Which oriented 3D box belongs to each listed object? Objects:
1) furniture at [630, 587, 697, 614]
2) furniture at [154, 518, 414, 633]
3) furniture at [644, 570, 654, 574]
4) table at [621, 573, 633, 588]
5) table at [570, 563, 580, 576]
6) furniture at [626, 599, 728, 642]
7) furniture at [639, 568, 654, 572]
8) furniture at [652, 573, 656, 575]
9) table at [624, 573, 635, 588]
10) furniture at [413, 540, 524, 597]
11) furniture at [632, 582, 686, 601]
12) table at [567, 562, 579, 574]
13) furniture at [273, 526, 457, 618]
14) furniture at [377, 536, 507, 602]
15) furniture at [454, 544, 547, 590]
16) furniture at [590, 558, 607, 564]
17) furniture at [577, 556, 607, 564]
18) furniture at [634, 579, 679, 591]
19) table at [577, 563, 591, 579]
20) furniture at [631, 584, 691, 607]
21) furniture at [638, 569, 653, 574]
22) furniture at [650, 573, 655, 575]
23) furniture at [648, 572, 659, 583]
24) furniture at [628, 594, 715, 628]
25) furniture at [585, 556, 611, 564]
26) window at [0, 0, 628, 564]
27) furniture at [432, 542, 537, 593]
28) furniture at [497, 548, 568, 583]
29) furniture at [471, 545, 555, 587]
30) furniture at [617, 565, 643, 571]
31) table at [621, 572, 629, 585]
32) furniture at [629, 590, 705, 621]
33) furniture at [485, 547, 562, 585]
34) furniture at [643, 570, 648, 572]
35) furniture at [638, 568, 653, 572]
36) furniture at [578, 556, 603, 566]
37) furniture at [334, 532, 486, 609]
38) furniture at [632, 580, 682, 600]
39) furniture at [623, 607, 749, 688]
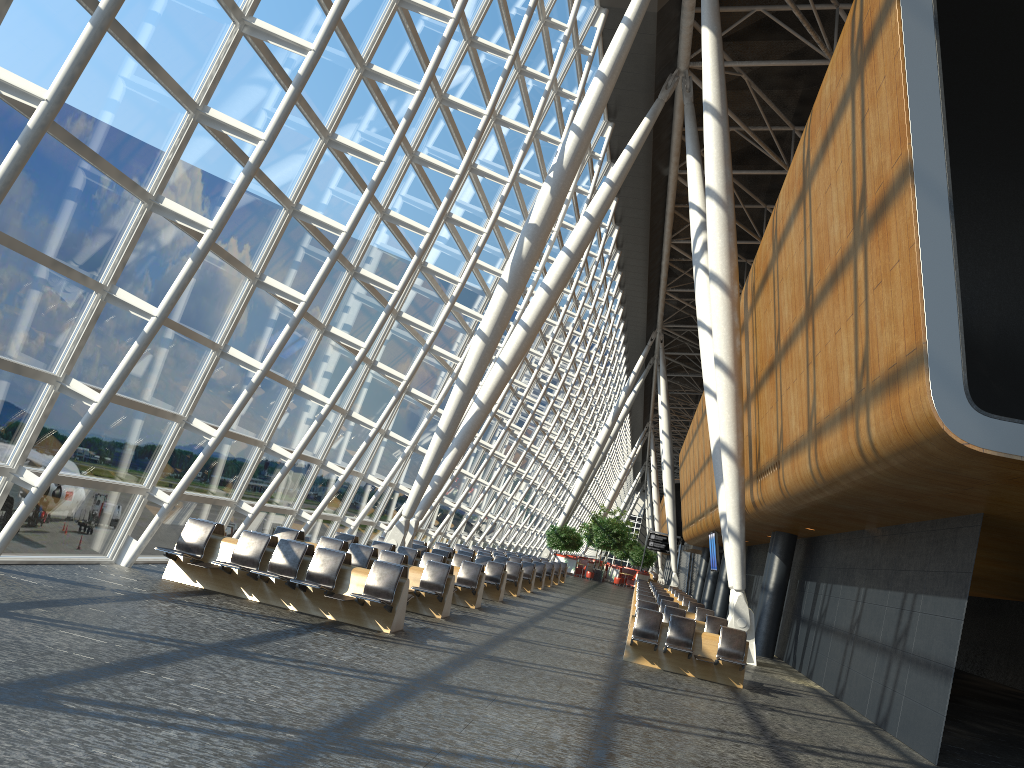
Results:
[{"bbox_3d":[4.523,6.626,26.137,1.890,0.862,1.683,11,-8,10],"label":"furniture"},{"bbox_3d":[-3.014,2.571,11.997,3.240,0.862,1.683,11,-8,9],"label":"furniture"},{"bbox_3d":[13.468,19.206,88.604,1.890,0.862,1.683,11,-8,10],"label":"furniture"},{"bbox_3d":[6.422,11.198,50.248,0.793,0.744,0.813,9,-7,26],"label":"table"},{"bbox_3d":[3.722,10.857,51.722,0.805,0.744,0.800,15,-7,-19],"label":"table"},{"bbox_3d":[3.253,4.840,17.265,1.890,0.862,1.683,11,-8,10],"label":"furniture"},{"bbox_3d":[15.162,21.588,100.433,1.890,0.862,1.683,11,-8,10],"label":"furniture"},{"bbox_3d":[12.621,18.015,82.689,1.890,0.862,1.683,11,-8,10],"label":"furniture"},{"bbox_3d":[6.759,11.524,51.736,0.793,0.744,0.813,9,-7,26],"label":"table"},{"bbox_3d":[-1.320,4.953,23.826,3.240,0.862,1.683,11,-8,9],"label":"furniture"},{"bbox_3d":[5.370,7.817,32.052,1.890,0.862,1.683,11,-8,10],"label":"furniture"},{"bbox_3d":[3.671,11.270,54.219,0.793,0.744,0.813,9,-7,26],"label":"table"},{"bbox_3d":[-2.591,3.167,14.954,3.240,0.862,1.683,11,-8,9],"label":"furniture"},{"bbox_3d":[-1.744,4.358,20.869,3.240,0.862,1.683,11,-8,9],"label":"furniture"},{"bbox_3d":[-0.473,6.144,29.740,3.240,0.862,1.683,11,-8,9],"label":"furniture"},{"bbox_3d":[8.048,18.128,89.249,3.240,0.862,1.683,11,-8,9],"label":"furniture"},{"bbox_3d":[7.625,17.533,86.292,3.240,0.862,1.683,11,-8,9],"label":"furniture"},{"bbox_3d":[6.217,9.008,37.966,1.890,0.862,1.683,11,-8,10],"label":"furniture"},{"bbox_3d":[4.010,10.636,50.054,0.805,0.744,0.800,15,-7,-19],"label":"table"},{"bbox_3d":[4.947,7.222,29.095,1.890,0.862,1.683,11,-8,10],"label":"furniture"},{"bbox_3d":[13.045,18.610,85.646,1.890,0.862,1.683,11,-8,10],"label":"furniture"},{"bbox_3d":[12.198,17.419,79.732,1.890,0.862,1.683,11,-8,10],"label":"furniture"},{"bbox_3d":[11.774,16.824,76.775,1.890,0.862,1.683,11,-8,10],"label":"furniture"},{"bbox_3d":[3.677,5.435,20.223,1.890,0.862,1.683,11,-8,10],"label":"furniture"},{"bbox_3d":[9.742,20.511,101.078,3.240,0.862,1.683,11,-8,9],"label":"furniture"},{"bbox_3d":[7.048,9.277,78.305,3.706,13.915,168.554,12,-9,10],"label":"window"},{"bbox_3d":[-0.897,5.549,26.783,3.240,0.862,1.683,11,-8,9],"label":"furniture"},{"bbox_3d":[0.797,7.931,38.612,3.240,0.862,1.683,11,-8,9],"label":"furniture"},{"bbox_3d":[-0.050,6.740,32.698,3.240,0.862,1.683,11,-8,9],"label":"furniture"},{"bbox_3d":[8.584,14.137,65.535,2.870,1.001,0.884,19,-9,-38],"label":"furniture"},{"bbox_3d":[6.689,11.921,54.157,0.793,0.744,0.813,9,-7,26],"label":"table"},{"bbox_3d":[4.100,6.031,23.180,1.890,0.862,1.683,11,-8,10],"label":"furniture"},{"bbox_3d":[0.374,7.336,35.655,3.240,0.862,1.683,11,-8,9],"label":"furniture"},{"bbox_3d":[9.955,14.876,68.116,0.886,0.999,2.866,12,-9,8],"label":"furniture"},{"bbox_3d":[14.739,20.992,97.475,1.890,0.862,1.683,11,-8,10],"label":"furniture"},{"bbox_3d":[6.251,14.434,70.283,2.870,1.001,0.884,19,-9,-38],"label":"furniture"},{"bbox_3d":[-2.167,3.762,17.911,3.240,0.862,1.683,11,-8,9],"label":"furniture"},{"bbox_3d":[5.794,8.413,35.009,1.890,0.862,1.683,11,-8,10],"label":"furniture"},{"bbox_3d":[2.830,4.244,14.308,1.890,0.862,1.683,11,-8,10],"label":"furniture"}]
